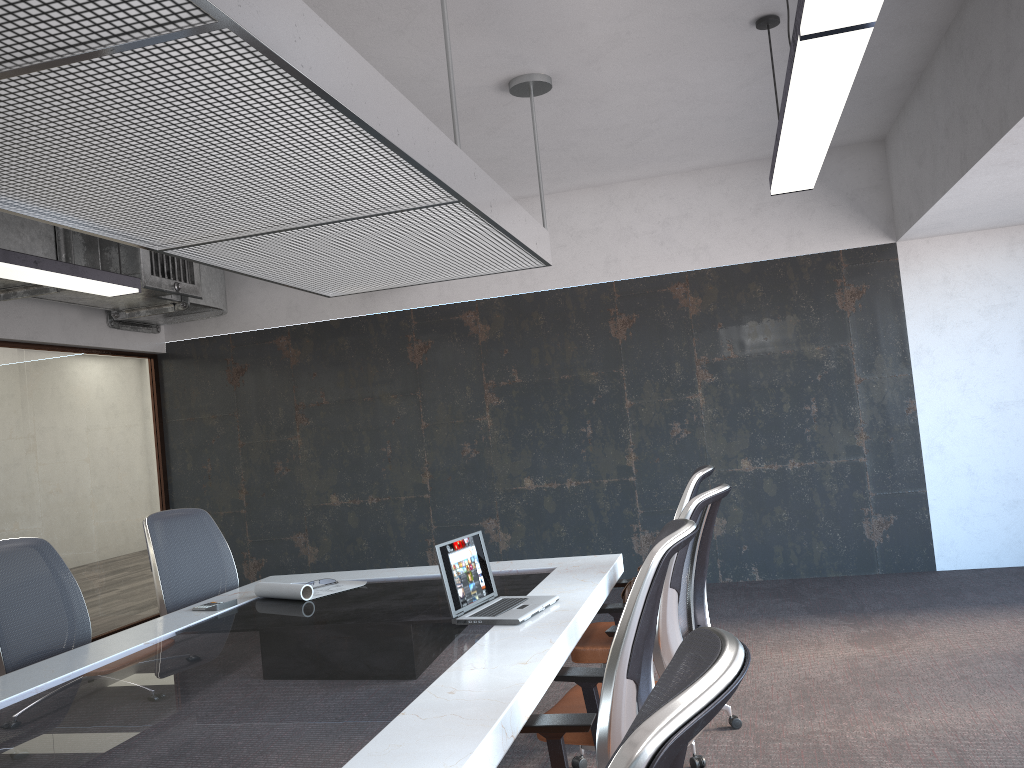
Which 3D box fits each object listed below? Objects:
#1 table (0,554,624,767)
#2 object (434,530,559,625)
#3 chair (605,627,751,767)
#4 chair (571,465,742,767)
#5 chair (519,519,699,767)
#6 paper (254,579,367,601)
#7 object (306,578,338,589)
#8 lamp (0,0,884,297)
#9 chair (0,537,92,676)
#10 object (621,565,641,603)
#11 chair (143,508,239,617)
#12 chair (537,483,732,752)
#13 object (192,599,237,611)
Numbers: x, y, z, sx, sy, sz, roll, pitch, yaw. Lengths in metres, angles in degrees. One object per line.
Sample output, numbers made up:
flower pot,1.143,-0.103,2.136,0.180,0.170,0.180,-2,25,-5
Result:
table,-1.006,1.237,1.850,1.898,0.745,5.498,-6,-3,14
object,-0.049,0.689,3.216,0.308,0.277,0.366,-7,-3,24
chair,-0.083,0.897,0.993,0.828,1.166,0.789,-5,-3,-16
chair,0.540,0.972,3.872,0.828,1.166,0.789,-5,-3,-22
chair,0.084,0.930,2.033,0.828,1.166,0.789,-5,-3,-22
paper,-0.937,0.931,4.130,0.348,0.069,0.379,-8,-4,39
object,-0.927,0.950,4.218,0.200,0.036,0.049,-4,-4,-39
lamp,-1.247,-1.271,2.057,4.126,0.908,6.097,-6,-3,14
chair,-1.675,1.179,3.534,0.828,1.166,0.789,-5,-3,-22
object,0.586,0.936,3.870,0.138,0.308,0.378,-7,-3,25
chair,-1.399,1.195,4.440,0.828,1.166,0.789,-5,-3,-7
chair,0.377,0.944,2.938,0.828,1.166,0.789,-5,-3,-12
object,-1.321,0.980,3.940,0.161,0.026,0.126,-7,-3,28
